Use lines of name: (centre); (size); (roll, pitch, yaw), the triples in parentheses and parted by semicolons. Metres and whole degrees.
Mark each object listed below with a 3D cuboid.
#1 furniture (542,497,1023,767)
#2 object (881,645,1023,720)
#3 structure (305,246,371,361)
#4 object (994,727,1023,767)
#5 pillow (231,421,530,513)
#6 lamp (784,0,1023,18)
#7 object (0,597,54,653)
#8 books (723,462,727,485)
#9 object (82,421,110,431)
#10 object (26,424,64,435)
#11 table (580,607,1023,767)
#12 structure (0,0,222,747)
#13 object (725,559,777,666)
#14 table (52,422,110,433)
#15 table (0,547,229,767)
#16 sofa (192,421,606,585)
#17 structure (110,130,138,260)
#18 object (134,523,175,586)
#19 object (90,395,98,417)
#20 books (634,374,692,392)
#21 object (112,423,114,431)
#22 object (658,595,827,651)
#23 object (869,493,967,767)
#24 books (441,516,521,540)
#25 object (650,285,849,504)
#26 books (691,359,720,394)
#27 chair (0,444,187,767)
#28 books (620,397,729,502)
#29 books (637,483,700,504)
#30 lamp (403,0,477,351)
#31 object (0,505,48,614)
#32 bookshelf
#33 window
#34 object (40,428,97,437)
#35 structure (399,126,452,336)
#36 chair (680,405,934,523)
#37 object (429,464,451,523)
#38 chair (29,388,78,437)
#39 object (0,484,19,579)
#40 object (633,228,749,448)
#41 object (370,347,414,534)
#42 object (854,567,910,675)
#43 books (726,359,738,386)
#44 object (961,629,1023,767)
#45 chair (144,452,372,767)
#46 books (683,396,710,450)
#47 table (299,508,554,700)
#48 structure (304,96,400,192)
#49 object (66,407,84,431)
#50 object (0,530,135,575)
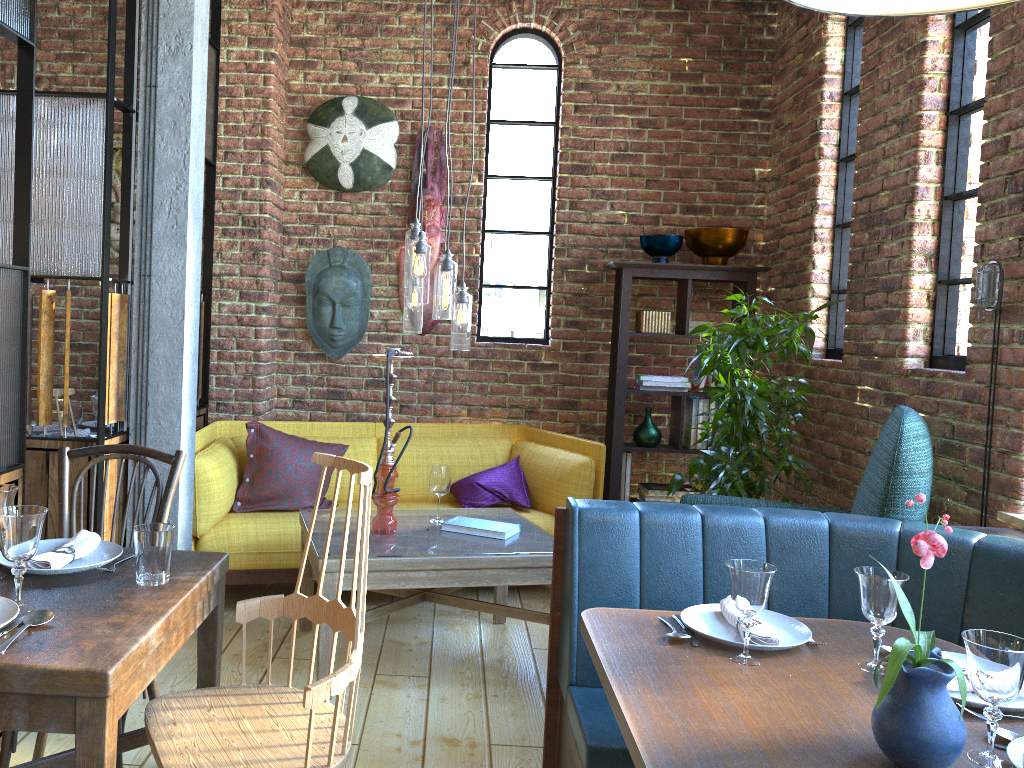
furniture: (0.873, 0.850, 1.279); (1.365, 0.821, 2.616); (2, 4, -3)
object: (0.862, 0.549, 1.679); (0.271, 0.051, 0.323); (2, 4, 2)
structure: (-0.972, -0.447, 4.895); (0.368, 0.639, 0.103); (3, 2, 2)
object: (0.885, 0.574, 1.309); (0.271, 0.051, 0.323); (2, 4, 2)
pillow: (-0.638, 0.415, 4.432); (1.469, 0.453, 0.408); (2, 3, -11)
lamp: (0.664, -1.270, 1.218); (0.544, 1.325, 0.515); (3, 3, 17)
object: (-1.008, 0.413, 1.567); (0.327, 0.051, 0.268); (3, 4, 3)
books: (1.116, 0.514, 4.729); (0.084, 0.272, 0.190); (2, 3, -3)
object: (-2.006, 0.193, 4.357); (0.327, 0.051, 0.268); (3, 4, 3)
object: (-2.231, 0.201, 4.097); (0.271, 0.051, 0.323); (2, 4, 2)
table: (0.596, 0.919, 1.300); (0.823, 0.660, 1.542); (2, 3, -3)
structure: (-3.411, -0.562, 1.049); (5.882, 3.323, 6.004); (1, 4, -17)
object: (0.471, 0.457, 1.759); (0.102, 0.191, 0.094); (4, 3, 28)
table: (-2.023, 0.596, 4.142); (0.751, 0.726, 0.751); (2, 3, -1)
table: (-1.063, 0.784, 1.822); (0.751, 0.726, 0.751); (2, 3, -1)
sofa: (-0.629, 0.618, 4.404); (1.948, 0.762, 0.810); (1, 3, -15)
structure: (-2.178, -1.049, 4.919); (0.590, 0.726, 0.127); (3, 2, 1)
object: (-0.771, 0.367, 1.896); (0.083, 0.119, 0.086); (2, 3, -11)
object: (-1.882, 0.148, 4.029); (0.101, 0.191, 0.095); (3, 3, 19)
books: (0.802, -0.005, 4.707); (0.269, 0.080, 0.178); (2, 3, 0)
object: (-1.881, 0.173, 4.204); (0.088, 0.119, 0.081); (4, 3, 30)
object: (0.488, 0.518, 1.917); (0.327, 0.051, 0.268); (3, 4, 3)
object: (0.630, 0.371, 1.356); (0.140, 0.431, 0.212); (3, 3, 17)
books: (-0.123, 0.560, 3.443); (0.283, 0.028, 0.155); (4, 4, 24)
object: (1.004, 0.340, 3.854); (0.703, 1.527, 0.887); (1, 3, -23)
books: (1.042, -0.084, 4.714); (0.124, 0.258, 0.163); (2, 3, -2)
chair: (-1.121, 0.649, 2.351); (0.402, 0.914, 0.527); (2, 3, -7)
books: (0.866, 0.353, 4.725); (0.587, 0.574, 0.191); (2, 3, 0)
books: (0.842, 0.596, 4.711); (0.304, 0.088, 0.244); (2, 4, 2)
lamp: (-0.384, -1.199, 3.428); (0.522, 2.117, 0.278); (4, 3, 25)
object: (-0.945, 0.337, 1.690); (0.094, 0.191, 0.103); (0, 4, -44)
bookshelf: (0.877, 0.207, 4.712); (0.818, 1.666, 0.316); (3, 2, 1)
window: (0.859, -0.825, 2.460); (3.286, 2.427, 8.928); (0, 4, -36)
object: (-1.929, 0.226, 3.894); (0.327, 0.051, 0.268); (3, 4, 3)
structure: (-0.476, -0.839, 4.918); (0.238, 1.145, 0.216); (5, 3, 45)
chair: (0.861, 0.596, 3.092); (1.069, 1.096, 0.780); (4, 3, 23)
object: (-0.295, 0.444, 3.580); (0.095, 0.228, 0.087); (5, 3, 37)
chair: (-1.912, 0.502, 3.568); (0.525, 1.005, 0.461); (2, 3, -14)
object: (-1.113, 0.318, 1.887); (0.095, 0.191, 0.102); (1, 3, -26)
object: (0.901, 0.064, 4.692); (0.605, 1.759, 0.330); (2, 2, -5)
object: (-0.462, 0.217, 3.307); (0.166, 0.703, 0.264); (2, 3, -11)
object: (0.724, 0.468, 1.742); (0.102, 0.191, 0.094); (4, 3, 28)
books: (1.145, -0.079, 4.702); (0.079, 0.257, 0.178); (2, 3, -3)
object: (0.751, 0.493, 1.373); (0.102, 0.191, 0.094); (4, 3, 28)
chair: (-0.524, 0.669, 1.863); (0.433, 1.005, 0.557); (1, 3, -30)
books: (0.986, 0.207, 4.717); (0.085, 0.272, 0.173); (2, 3, -3)
table: (-0.340, 0.819, 3.450); (0.914, 0.508, 0.769); (1, 3, -15)
structure: (-0.886, -1.324, 4.859); (0.532, 0.520, 0.147); (3, 3, 1)
object: (-2.058, 0.170, 4.139); (0.088, 0.119, 0.081); (4, 3, 30)
object: (-1.048, 0.383, 2.013); (0.327, 0.051, 0.268); (3, 4, 3)
